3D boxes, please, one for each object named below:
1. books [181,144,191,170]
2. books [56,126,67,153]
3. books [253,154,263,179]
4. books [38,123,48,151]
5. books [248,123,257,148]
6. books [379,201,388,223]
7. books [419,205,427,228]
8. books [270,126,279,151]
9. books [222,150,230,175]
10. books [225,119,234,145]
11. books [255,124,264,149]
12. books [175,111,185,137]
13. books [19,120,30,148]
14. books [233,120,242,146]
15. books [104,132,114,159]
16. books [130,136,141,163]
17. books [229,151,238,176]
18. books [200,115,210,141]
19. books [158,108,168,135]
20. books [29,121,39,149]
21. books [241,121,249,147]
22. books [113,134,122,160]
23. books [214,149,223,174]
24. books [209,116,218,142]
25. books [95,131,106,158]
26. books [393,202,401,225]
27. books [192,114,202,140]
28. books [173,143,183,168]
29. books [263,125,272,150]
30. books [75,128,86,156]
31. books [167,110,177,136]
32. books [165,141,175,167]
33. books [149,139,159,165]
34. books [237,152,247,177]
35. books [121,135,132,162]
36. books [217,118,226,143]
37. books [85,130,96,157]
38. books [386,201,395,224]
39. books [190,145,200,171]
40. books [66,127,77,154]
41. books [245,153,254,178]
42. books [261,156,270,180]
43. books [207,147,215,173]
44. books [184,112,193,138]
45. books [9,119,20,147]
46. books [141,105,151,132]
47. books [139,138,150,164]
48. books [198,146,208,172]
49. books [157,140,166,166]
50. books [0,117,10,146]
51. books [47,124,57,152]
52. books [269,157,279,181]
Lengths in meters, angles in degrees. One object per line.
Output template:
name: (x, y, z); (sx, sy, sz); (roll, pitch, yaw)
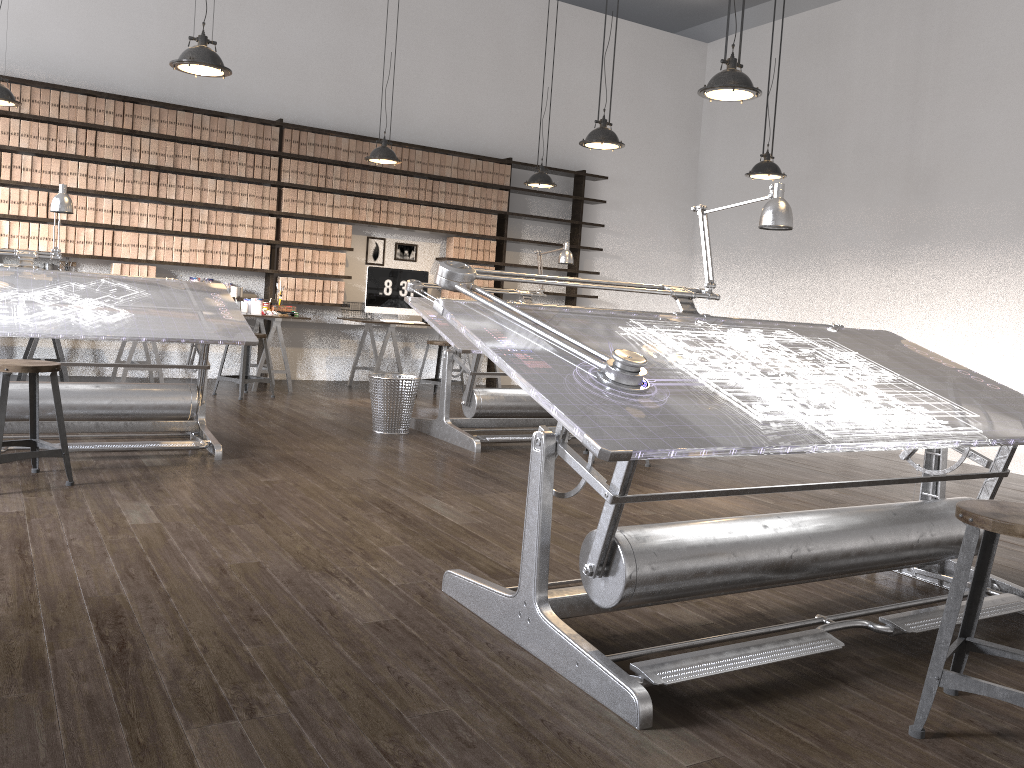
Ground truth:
books: (-2.908, -2.006, 7.868); (0.066, 0.225, 0.175); (3, 4, -31)
books: (-3.749, -2.021, 7.366); (0.066, 0.225, 0.175); (3, 4, -31)
books: (-2.367, -1.997, 8.187); (0.067, 0.225, 0.175); (3, 4, -31)
books: (-3.864, -2.022, 7.289); (0.067, 0.225, 0.175); (3, 4, -31)
books: (-2.407, -2.274, 8.139); (0.067, 0.225, 0.175); (3, 4, -31)
books: (-1.310, -1.712, 8.841); (0.067, 0.225, 0.175); (3, 4, -31)
books: (-0.946, -1.706, 9.063); (0.066, 0.225, 0.175); (3, 4, -31)
books: (-2.229, -2.271, 8.248); (0.066, 0.225, 0.175); (3, 4, -31)
books: (-2.617, -2.002, 8.043); (0.066, 0.225, 0.175); (3, 4, -31)
books: (-2.581, -2.277, 8.037); (0.067, 0.225, 0.175); (3, 4, -31)
books: (-2.352, -2.273, 8.179); (0.066, 0.225, 0.175); (3, 4, -31)
books: (-2.941, -2.283, 7.825); (0.066, 0.225, 0.175); (3, 4, -31)
books: (-3.977, -2.024, 7.226); (0.066, 0.225, 0.175); (3, 4, -31)
books: (-2.520, -2.276, 8.075); (0.066, 0.225, 0.175); (3, 4, -31)
books: (-3.442, -2.015, 7.547); (0.066, 0.225, 0.175); (3, 4, -31)
books: (-3.263, -2.012, 7.653); (0.066, 0.225, 0.175); (3, 4, -31)
books: (-2.556, -2.001, 8.080); (0.066, 0.225, 0.175); (3, 4, -31)
books: (-2.762, -2.280, 7.931); (0.066, 0.225, 0.175); (3, 4, -31)
books: (-3.066, -2.285, 7.753); (0.066, 0.225, 0.175); (3, 4, -31)
books: (-3.924, -2.023, 7.259); (0.066, 0.225, 0.175); (3, 4, -31)
books: (-2.467, -2.275, 8.109); (0.066, 0.225, 0.175); (3, 4, -31)
books: (-3.386, -2.014, 7.576); (0.067, 0.225, 0.175); (3, 4, -31)
books: (-2.671, -2.002, 8.004); (0.067, 0.225, 0.175); (3, 4, -31)
books: (-2.704, -2.279, 7.970); (0.066, 0.225, 0.175); (3, 4, -31)
books: (-3.500, -2.016, 7.515); (0.066, 0.225, 0.175); (3, 4, -31)
books: (-1.190, -1.710, 8.912); (0.066, 0.225, 0.175); (3, 4, -31)
books: (-2.822, -2.281, 7.890); (0.066, 0.225, 0.175); (3, 4, -31)
books: (-2.968, -2.008, 7.834); (0.066, 0.225, 0.175); (3, 4, -31)
books: (-2.292, -2.272, 8.215); (0.066, 0.225, 0.175); (3, 4, -31)
books: (-3.627, -2.019, 7.439); (0.066, 0.225, 0.175); (3, 4, -31)
books: (-3.005, -2.284, 7.787); (0.066, 0.225, 0.175); (3, 4, -31)
books: (-3.025, -2.008, 7.792); (0.067, 0.225, 0.175); (3, 4, -31)
books: (-3.137, -2.010, 7.728); (0.066, 0.225, 0.175); (3, 4, -31)
books: (-2.493, -1.999, 8.112); (0.066, 0.225, 0.175); (3, 4, -31)
books: (-3.324, -2.013, 7.613); (0.066, 0.225, 0.175); (3, 4, -31)
books: (-2.643, -2.278, 8.004); (0.066, 0.225, 0.175); (3, 4, -31)
books: (-3.560, -2.017, 7.473); (0.067, 0.225, 0.175); (3, 4, -31)
books: (-1.249, -1.711, 8.884); (0.066, 0.225, 0.175); (3, 4, -31)
books: (-2.845, -2.005, 7.901); (0.067, 0.225, 0.175); (3, 4, -31)
books: (-3.686, -2.019, 7.398); (0.066, 0.225, 0.175); (3, 4, -31)
books: (-2.434, -1.999, 8.153); (0.066, 0.225, 0.175); (3, 4, -31)
books: (-2.307, -1.997, 8.229); (0.066, 0.225, 0.175); (3, 4, -31)
books: (-2.731, -2.004, 7.973); (0.066, 0.225, 0.175); (3, 4, -31)
books: (-2.884, -2.282, 7.853); (0.067, 0.225, 0.175); (3, 4, -31)
books: (-4.038, -2.025, 7.187); (0.067, 0.225, 0.175); (3, 4, -31)
books: (-3.184, -2.287, 7.674); (0.066, 0.225, 0.175); (3, 4, -31)
books: (-3.199, -2.011, 7.689); (0.067, 0.225, 0.175); (3, 4, -31)
books: (-2.784, -2.004, 7.940); (0.066, 0.225, 0.175); (3, 4, -31)
books: (-3.084, -2.009, 7.762); (0.066, 0.225, 0.175); (3, 4, -31)
books: (-4.100, -2.026, 7.154); (0.066, 0.225, 0.175); (3, 4, -31)
books: (-3.810, -2.022, 7.329); (0.066, 0.225, 0.175); (3, 4, -31)
books: (-2.240, -1.995, 8.266); (0.066, 0.225, 0.175); (3, 4, -31)
